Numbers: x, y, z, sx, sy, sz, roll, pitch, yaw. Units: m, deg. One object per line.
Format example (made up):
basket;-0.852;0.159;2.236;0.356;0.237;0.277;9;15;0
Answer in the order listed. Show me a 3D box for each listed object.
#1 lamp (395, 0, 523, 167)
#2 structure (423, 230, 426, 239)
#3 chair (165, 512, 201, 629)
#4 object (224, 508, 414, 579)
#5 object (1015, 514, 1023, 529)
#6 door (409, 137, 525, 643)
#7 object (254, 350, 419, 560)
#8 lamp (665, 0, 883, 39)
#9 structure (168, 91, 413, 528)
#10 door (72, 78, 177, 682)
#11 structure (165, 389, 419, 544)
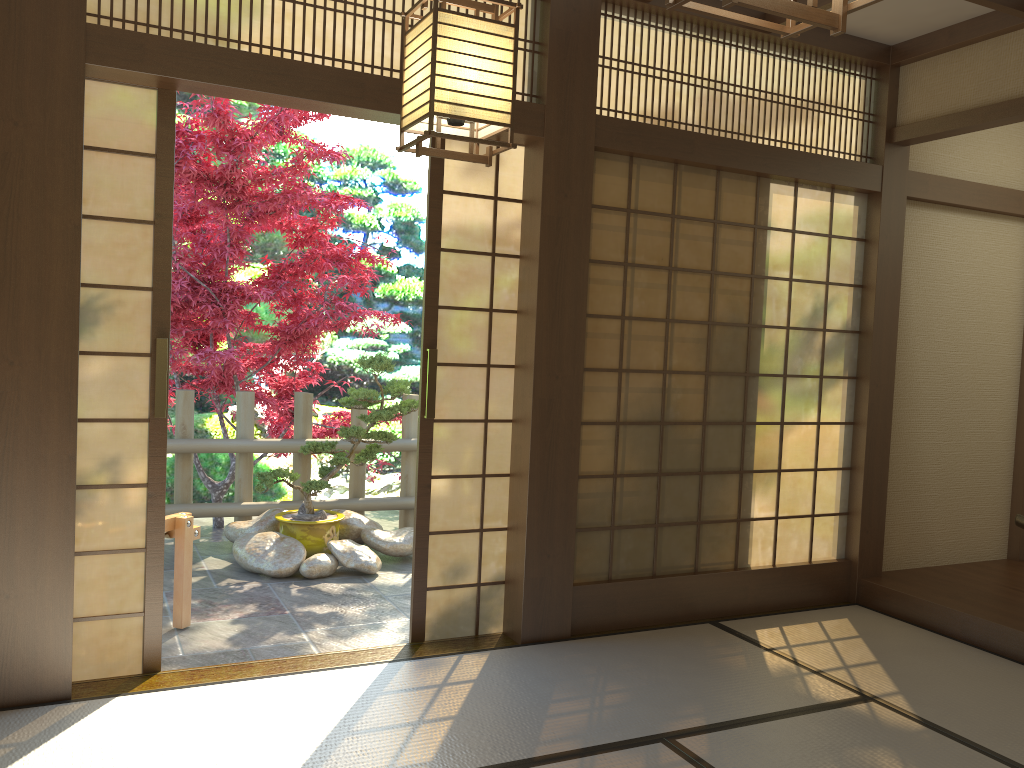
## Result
lamp;-0.120;-1.123;2.204;0.240;1.129;0.240;1;3;-26
structure;0.729;-0.779;8.266;3.045;4.004;3.412;1;3;-24
chair;-1.964;0.855;4.110;0.698;0.598;0.704;4;3;20
object;-1.170;0.993;5.720;1.260;0.276;1.147;1;3;-30
object;2.966;0.795;4.069;0.100;0.144;1.369;1;3;-25
door;0.459;0.056;4.266;1.894;2.380;0.073;1;3;-26
object;-1.100;0.442;5.730;1.032;1.362;0.586;3;3;0
lamp;0.392;-1.050;1.160;0.240;1.129;0.240;1;3;-26
structure;-2.442;-0.844;6.616;3.412;4.004;3.045;3;3;6
door;-2.163;-0.001;2.977;1.894;2.380;0.073;1;3;-26
structure;-1.429;0.611;6.288;7.456;1.136;0.245;1;3;-26
